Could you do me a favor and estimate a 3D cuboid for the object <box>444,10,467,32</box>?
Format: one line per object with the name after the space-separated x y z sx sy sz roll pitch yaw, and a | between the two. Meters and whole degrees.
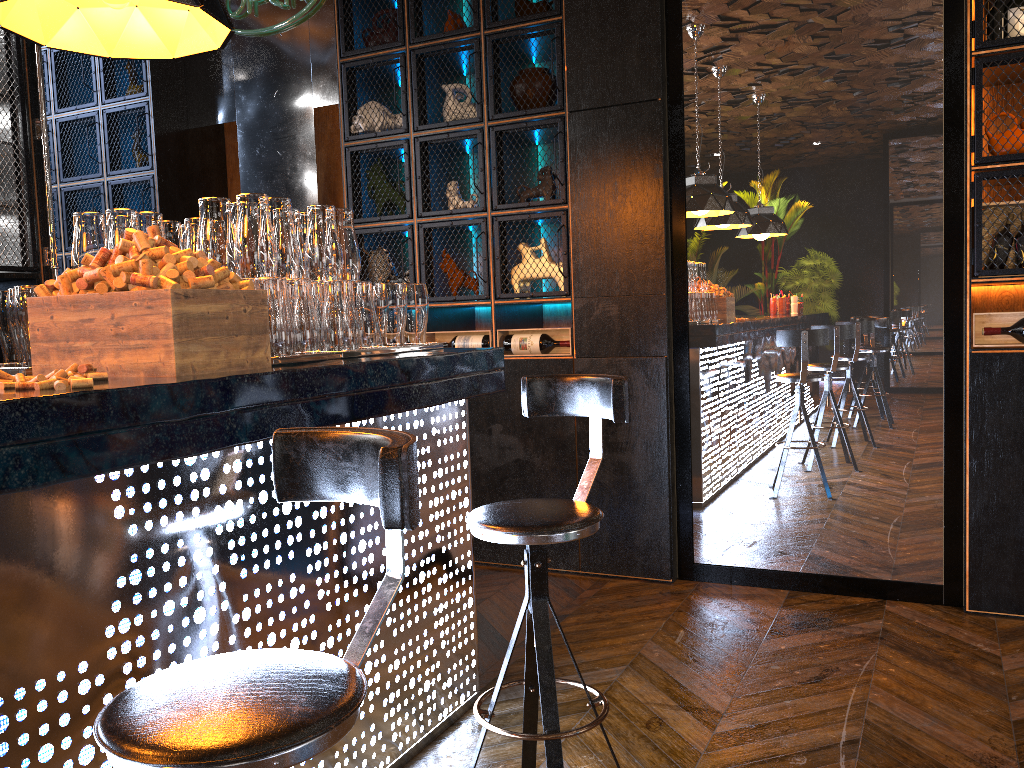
-0.279 -1.815 4.559 0.105 0.168 0.210 0 5 25 | object

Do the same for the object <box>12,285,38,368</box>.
-1.143 -0.132 2.141 0.105 0.209 0.105 -2 4 1 | object

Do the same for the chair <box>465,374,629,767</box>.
0.078 0.545 2.125 0.419 1.108 0.476 1 5 36 | chair

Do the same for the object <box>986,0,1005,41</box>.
1.948 -1.457 3.553 0.086 0.313 0.086 -4 5 -25 | object

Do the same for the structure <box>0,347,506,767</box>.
-1.866 0.456 0.432 1.214 1.685 6.009 0 5 26 | structure

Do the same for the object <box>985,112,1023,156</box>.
1.980 -0.966 3.421 0.278 0.222 0.138 0 5 25 | object

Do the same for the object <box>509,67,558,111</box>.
0.118 -1.418 4.376 0.265 0.239 0.266 -2 4 5 | object

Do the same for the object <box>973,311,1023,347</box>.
2.020 -0.217 3.455 0.396 0.132 0.122 0 5 28 | object

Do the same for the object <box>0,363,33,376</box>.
-1.227 -0.040 2.227 0.437 0.019 0.273 0 5 26 | object

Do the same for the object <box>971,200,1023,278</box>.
2.068 -0.584 3.579 0.361 0.297 0.152 -1 5 17 | object

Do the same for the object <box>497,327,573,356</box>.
0.132 -0.208 4.372 0.396 0.132 0.123 0 5 27 | object

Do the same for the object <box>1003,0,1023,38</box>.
1.968 -1.444 3.460 0.088 0.306 0.088 1 5 34 | object

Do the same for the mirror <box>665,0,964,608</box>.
1.257 -0.851 3.780 1.194 3.551 0.026 0 5 26 | mirror

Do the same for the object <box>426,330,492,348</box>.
-0.256 -0.207 4.561 0.396 0.132 0.122 0 5 26 | object

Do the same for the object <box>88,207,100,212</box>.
-2.607 -1.005 5.775 0.290 0.290 0.097 -4 5 -25 | object

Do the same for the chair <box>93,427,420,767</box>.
-0.320 0.634 1.156 0.419 1.108 0.476 2 6 41 | chair

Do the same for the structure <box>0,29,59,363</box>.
-3.997 -0.498 1.713 1.143 3.553 6.750 0 5 26 | structure

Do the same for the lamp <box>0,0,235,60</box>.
-1.090 -1.736 2.329 0.607 1.564 0.582 0 5 26 | lamp

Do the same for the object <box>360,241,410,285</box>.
-0.644 -0.603 4.811 0.369 0.351 0.175 0 5 31 | object

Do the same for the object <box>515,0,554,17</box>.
0.112 -1.874 4.338 0.249 0.290 0.114 0 5 26 | object

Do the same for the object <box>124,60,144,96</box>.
-2.281 -1.866 5.467 0.290 0.290 0.097 0 5 24 | object

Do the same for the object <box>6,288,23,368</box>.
-1.215 -0.137 2.242 0.105 0.209 0.105 -6 6 -39 | object

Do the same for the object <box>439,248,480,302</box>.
-0.273 -0.563 4.598 0.208 0.280 0.131 -2 4 8 | object

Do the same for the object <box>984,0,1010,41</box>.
2.026 -1.506 3.652 0.144 0.392 0.116 0 5 31 | object

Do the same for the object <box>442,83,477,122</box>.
-0.232 -1.419 4.574 0.253 0.249 0.126 -2 4 -4 | object

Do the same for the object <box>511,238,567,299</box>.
0.162 -0.579 4.434 0.341 0.303 0.164 0 5 31 | object

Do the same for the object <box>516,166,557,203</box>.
0.120 -0.971 4.419 0.212 0.220 0.119 -1 4 10 | object

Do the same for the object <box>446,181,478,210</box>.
-0.259 -0.963 4.621 0.183 0.210 0.096 0 5 29 | object

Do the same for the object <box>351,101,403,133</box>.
-0.660 -1.403 4.744 0.403 0.221 0.192 -2 4 -5 | object

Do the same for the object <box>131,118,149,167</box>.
-2.275 -1.471 5.540 0.198 0.358 0.116 -2 4 -4 | object

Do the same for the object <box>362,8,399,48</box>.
-0.687 -1.851 4.712 0.253 0.249 0.126 0 5 26 | object

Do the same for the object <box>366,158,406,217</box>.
-0.654 -1.044 4.779 0.255 0.356 0.167 0 5 31 | object
